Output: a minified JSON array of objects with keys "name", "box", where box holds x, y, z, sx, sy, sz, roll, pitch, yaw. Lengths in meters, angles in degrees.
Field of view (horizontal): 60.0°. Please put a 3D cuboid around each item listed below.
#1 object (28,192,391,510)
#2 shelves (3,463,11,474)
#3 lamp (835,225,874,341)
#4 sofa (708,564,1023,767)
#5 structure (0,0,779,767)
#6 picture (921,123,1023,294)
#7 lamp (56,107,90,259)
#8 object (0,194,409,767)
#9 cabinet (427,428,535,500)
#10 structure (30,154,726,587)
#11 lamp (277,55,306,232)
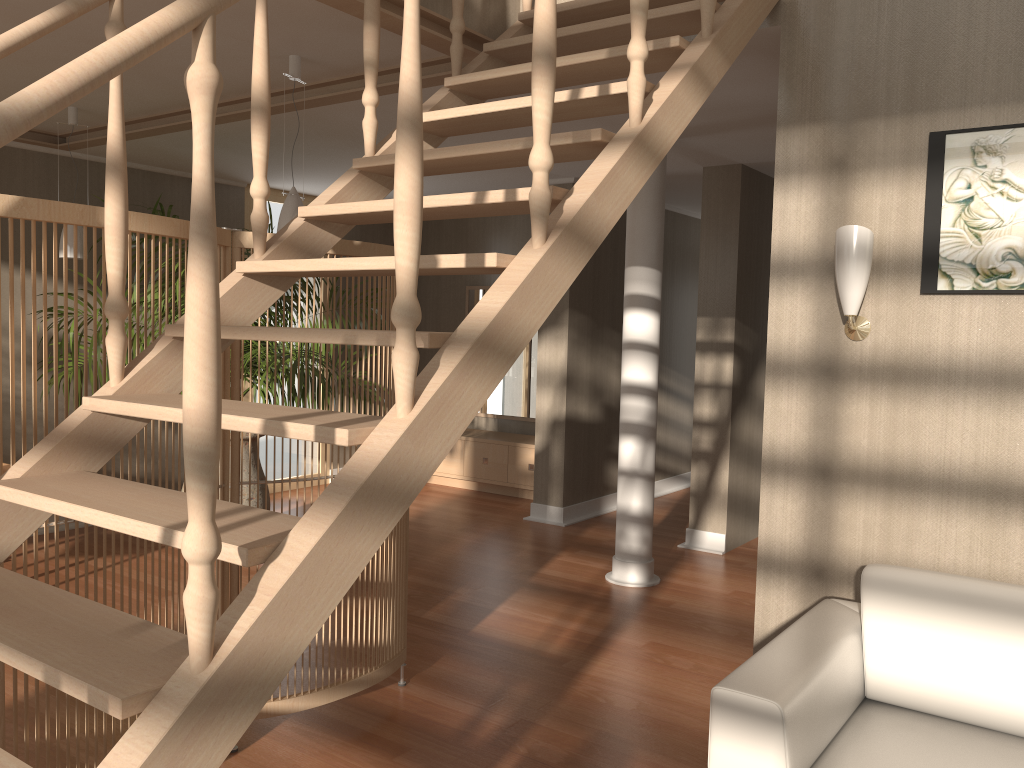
[{"name":"object","box":[-1.740,0.054,5.310,2.109,2.304,2.157,3,4,24]},{"name":"shelves","box":[-3.373,0.708,4.236,0.658,0.590,1.600,4,4,35]},{"name":"lamp","box":[1.072,-0.313,2.782,0.112,0.353,0.153,4,4,35]},{"name":"sofa","box":[1.418,0.920,1.869,1.781,0.740,0.905,4,4,35]},{"name":"structure","box":[-0.437,-0.560,2.003,1.000,3.578,3.150,4,4,35]},{"name":"picture","box":[1.889,-0.477,2.272,1.531,0.487,0.018,4,4,35]},{"name":"lamp","box":[-2.351,-1.076,4.753,0.139,0.800,0.139,2,4,10]},{"name":"object","box":[-1.032,0.318,2.420,0.233,1.542,2.229,5,5,40]},{"name":"cabinet","box":[-0.256,0.656,7.565,1.911,0.458,0.500,4,4,35]},{"name":"structure","box":[0.939,-0.112,3.779,8.342,2.533,10.775,4,4,35]},{"name":"lamp","box":[-0.919,-0.973,3.740,0.139,0.800,0.139,0,4,-19]}]
